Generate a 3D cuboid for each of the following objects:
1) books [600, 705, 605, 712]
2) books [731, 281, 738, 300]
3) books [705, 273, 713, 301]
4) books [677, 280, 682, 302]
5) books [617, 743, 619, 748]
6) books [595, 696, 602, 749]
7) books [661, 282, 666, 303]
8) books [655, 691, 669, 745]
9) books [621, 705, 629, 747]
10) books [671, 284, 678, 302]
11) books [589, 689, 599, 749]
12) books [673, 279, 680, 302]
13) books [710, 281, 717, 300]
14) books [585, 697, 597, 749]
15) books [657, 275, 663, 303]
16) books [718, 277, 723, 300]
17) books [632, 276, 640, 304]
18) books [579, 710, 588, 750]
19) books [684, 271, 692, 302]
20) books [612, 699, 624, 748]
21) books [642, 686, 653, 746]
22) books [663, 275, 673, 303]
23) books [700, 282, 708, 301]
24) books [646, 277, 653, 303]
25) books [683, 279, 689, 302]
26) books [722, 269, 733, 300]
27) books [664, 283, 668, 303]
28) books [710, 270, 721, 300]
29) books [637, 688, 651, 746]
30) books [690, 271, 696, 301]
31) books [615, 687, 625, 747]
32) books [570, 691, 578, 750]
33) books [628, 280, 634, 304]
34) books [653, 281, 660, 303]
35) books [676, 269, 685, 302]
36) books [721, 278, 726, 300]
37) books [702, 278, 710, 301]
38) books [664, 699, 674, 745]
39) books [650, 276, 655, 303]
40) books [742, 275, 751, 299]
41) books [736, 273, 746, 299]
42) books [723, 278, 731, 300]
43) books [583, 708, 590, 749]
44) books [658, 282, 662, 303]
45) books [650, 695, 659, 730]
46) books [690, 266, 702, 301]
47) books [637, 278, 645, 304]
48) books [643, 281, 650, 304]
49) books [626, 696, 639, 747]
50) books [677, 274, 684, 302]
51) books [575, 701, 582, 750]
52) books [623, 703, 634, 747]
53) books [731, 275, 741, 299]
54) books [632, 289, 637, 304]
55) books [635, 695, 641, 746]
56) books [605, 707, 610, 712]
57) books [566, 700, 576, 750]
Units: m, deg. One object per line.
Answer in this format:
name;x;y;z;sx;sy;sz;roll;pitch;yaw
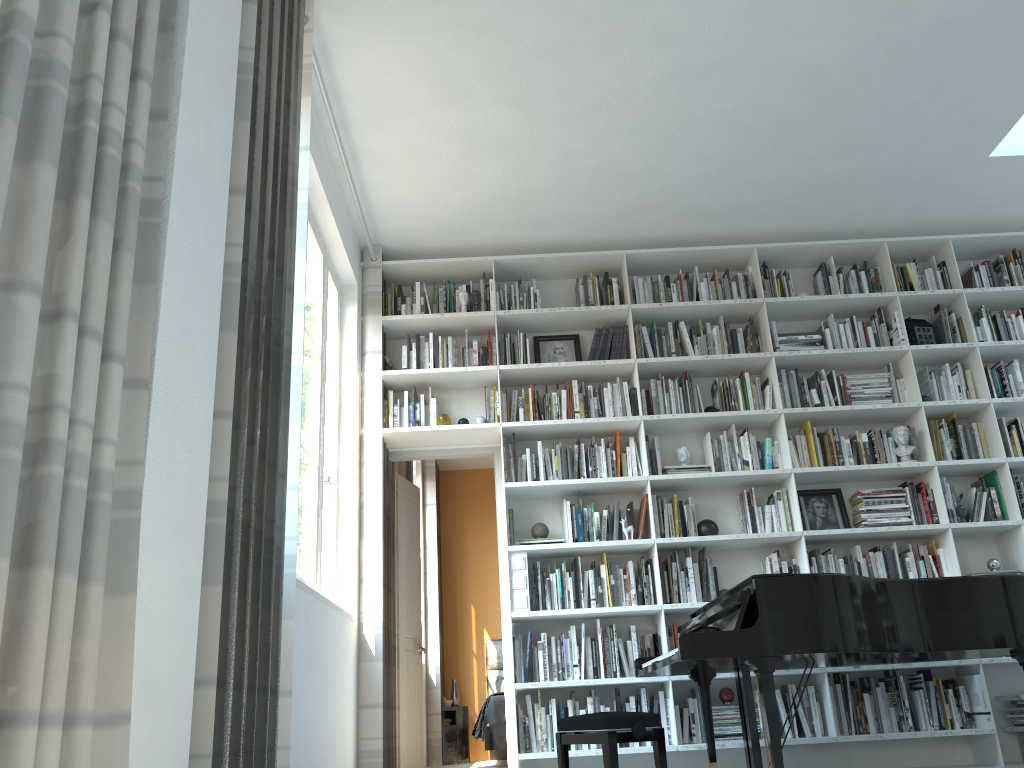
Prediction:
books;0.496;1.877;4.854;0.021;0.217;0.191;-3;-21;-1
books;1.429;-0.543;5.755;0.031;0.184;0.177;-3;-21;-1
books;1.278;-0.570;5.782;0.014;0.268;0.157;-3;-21;-1
books;1.080;-0.540;5.758;0.011;0.215;0.160;-3;-21;-1
books;0.551;1.885;4.843;0.031;0.187;0.190;-3;-21;-1
books;0.472;1.856;4.863;0.025;0.265;0.160;-3;-21;-1
books;0.978;-0.533;5.787;0.025;0.234;0.130;-3;-21;-1
books;0.825;1.842;4.891;0.027;0.275;0.144;-3;-21;-1
books;0.614;1.881;4.876;0.024;0.213;0.137;-3;-21;-1
books;1.046;-0.528;5.765;0.030;0.200;0.152;-3;-21;-1
books;0.451;1.845;4.886;0.014;0.303;0.140;-3;-21;-1
books;1.067;-0.545;5.768;0.013;0.233;0.155;-3;-21;-1
books;1.301;-0.542;5.780;0.029;0.212;0.142;-3;-21;-1
books;0.430;1.858;4.862;0.031;0.265;0.187;-3;-21;-1
books;0.959;-0.556;5.768;0.010;0.263;0.161;-3;-21;-1
books;1.340;-0.558;5.764;0.021;0.227;0.161;-3;-21;-1
books;0.810;-0.547;5.788;0.021;0.278;0.141;-3;-21;-1
books;0.387;1.888;4.846;0.030;0.201;0.169;-3;-21;-1
books;1.142;-0.571;5.769;0.013;0.275;0.165;-3;-21;-1
books;0.577;1.858;4.853;0.023;0.243;0.189;-3;-21;-1
books;0.740;1.824;4.871;0.012;0.302;0.166;-3;-21;-1
books;1.015;-0.554;5.785;0.028;0.267;0.152;-3;-21;-1
books;1.232;-0.534;5.758;0.031;0.189;0.182;-3;-21;-1
books;0.888;-0.546;5.766;0.023;0.250;0.171;-3;-21;-1
books;1.123;-0.546;5.776;0.029;0.234;0.130;-3;-21;-1
books;1.405;-0.587;5.778;0.013;0.284;0.160;-3;-21;-1
books;0.997;-0.529;5.776;0.012;0.215;0.151;-3;-21;-1
books;1.321;-0.578;5.764;0.014;0.265;0.193;-3;-21;-1
books;0.724;1.830;4.872;0.021;0.294;0.188;-3;-21;-1
books;1.174;-0.572;5.767;0.052;0.271;0.173;-3;-21;-1
books;0.593;1.837;4.893;0.013;0.309;0.131;-3;-21;-1
books;0.341;1.846;4.866;0.013;0.299;0.184;-3;-21;-1
books;0.762;-0.535;5.757;0.029;0.236;0.157;-3;-21;-1
books;0.927;-0.533;5.743;0.029;0.207;0.179;-3;-21;-1
books;1.101;-0.579;5.775;0.010;0.297;0.151;-3;-21;-1
books;1.358;-0.554;5.749;0.013;0.206;0.178;-3;-21;-1
books;1.259;-0.554;5.775;0.026;0.235;0.135;-3;-21;-1
books;0.848;1.846;4.844;0.017;0.232;0.213;-3;-21;-1
books;0.905;-0.547;5.761;0.012;0.249;0.174;-3;-21;-1
books;1.512;-0.567;5.761;0.026;0.224;0.173;-3;-21;-1
books;1.483;-0.575;5.786;0.029;0.260;0.152;-3;-21;-1
books;1.378;-0.552;5.746;0.026;0.199;0.188;-3;-21;-1
books;0.409;1.894;4.876;0.014;0.210;0.146;-3;-21;-1
books;0.949;-0.529;5.756;0.014;0.206;0.167;-3;-21;-1
books;0.780;1.853;4.885;0.065;0.255;0.156;-3;-21;-1
books;1.206;-0.589;5.787;0.014;0.314;0.166;-3;-21;-1
books;0.837;-0.544;5.767;0.031;0.253;0.146;-3;-21;-1
books;0.865;-0.531;5.757;0.023;0.219;0.182;-3;-21;-1
books;0.661;1.854;4.870;0.027;0.255;0.179;-3;-21;-1
books;1.091;-0.557;5.765;0.013;0.250;0.184;-3;-21;-1
books;0.360;1.878;4.877;0.022;0.245;0.135;-3;-21;-1
books;0.637;1.870;4.867;0.022;0.224;0.141;-3;-21;-1
books;1.456;-0.566;5.774;0.026;0.236;0.149;-3;-21;-1
books;0.790;-0.505;5.762;0.024;0.182;0.134;-3;-21;-1
books;0.694;1.857;4.894;0.040;0.263;0.138;-3;-21;-1
books;0.521;1.881;4.852;0.028;0.205;0.172;-3;-21;-1
books;0.322;1.873;4.872;0.027;0.255;0.161;-3;-21;-1
